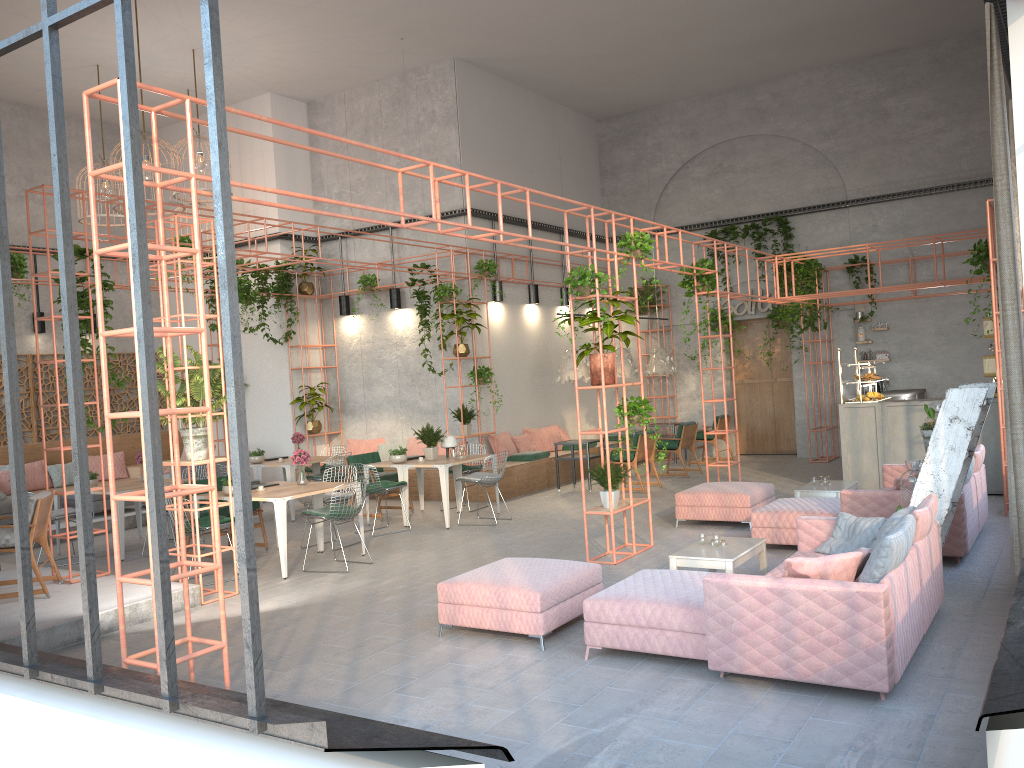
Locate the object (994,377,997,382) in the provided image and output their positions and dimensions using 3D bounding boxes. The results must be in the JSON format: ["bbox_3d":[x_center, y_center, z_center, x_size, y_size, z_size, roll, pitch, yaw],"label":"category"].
[{"bbox_3d":[6.786,-0.042,12.366,0.115,0.107,0.115,-4,0,-1],"label":"object"}]

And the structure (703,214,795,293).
[{"bbox_3d":[4.587,-2.448,17.371,1.939,1.514,0.856,-3,1,27],"label":"structure"}]

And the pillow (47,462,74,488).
[{"bbox_3d":[-7.481,1.523,14.952,0.289,0.385,0.666,-3,1,28],"label":"pillow"}]

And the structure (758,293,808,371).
[{"bbox_3d":[5.299,-1.021,17.226,0.950,1.527,0.921,-3,1,31],"label":"structure"}]

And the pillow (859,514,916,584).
[{"bbox_3d":[2.251,1.080,5.342,0.273,0.476,0.836,-3,1,33],"label":"pillow"}]

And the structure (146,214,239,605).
[{"bbox_3d":[-3.109,0.245,8.480,0.624,3.602,0.424,-3,1,33],"label":"structure"}]

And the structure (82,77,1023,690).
[{"bbox_3d":[3.284,-0.203,9.853,4.157,4.247,14.689,-3,1,33],"label":"structure"}]

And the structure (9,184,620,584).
[{"bbox_3d":[-2.214,-0.449,15.289,4.501,4.345,14.096,-3,1,32],"label":"structure"}]

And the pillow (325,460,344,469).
[{"bbox_3d":[-2.961,1.432,15.795,0.637,0.149,0.491,-3,1,34],"label":"pillow"}]

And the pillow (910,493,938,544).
[{"bbox_3d":[2.752,1.039,6.096,0.276,0.474,0.839,-3,1,33],"label":"pillow"}]

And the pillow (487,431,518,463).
[{"bbox_3d":[-0.138,1.068,15.160,0.276,0.474,0.839,-4,1,23],"label":"pillow"}]

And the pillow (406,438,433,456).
[{"bbox_3d":[-1.632,1.162,15.376,0.276,0.474,0.839,-4,1,-37],"label":"pillow"}]

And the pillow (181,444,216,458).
[{"bbox_3d":[-5.456,1.293,15.315,0.836,0.476,0.273,-3,1,33],"label":"pillow"}]

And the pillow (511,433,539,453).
[{"bbox_3d":[0.231,1.085,15.689,0.289,0.385,0.666,-3,1,28],"label":"pillow"}]

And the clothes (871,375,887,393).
[{"bbox_3d":[6.596,0.318,16.214,0.625,0.997,0.366,-4,0,13],"label":"clothes"}]

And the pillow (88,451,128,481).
[{"bbox_3d":[-7.172,1.452,15.474,0.839,0.474,0.276,-4,1,-37],"label":"pillow"}]

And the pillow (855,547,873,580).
[{"bbox_3d":[2.096,1.153,5.587,0.441,0.317,0.479,-4,0,14],"label":"pillow"}]

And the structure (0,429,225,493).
[{"bbox_3d":[-7.843,1.565,13.254,3.396,1.111,9.152,-3,1,33],"label":"structure"}]

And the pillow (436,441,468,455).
[{"bbox_3d":[-1.078,1.177,15.045,0.666,0.385,0.289,-3,1,28],"label":"pillow"}]

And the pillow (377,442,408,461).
[{"bbox_3d":[-2.152,1.241,15.742,0.666,0.385,0.289,-3,1,28],"label":"pillow"}]

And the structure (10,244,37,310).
[{"bbox_3d":[-8.399,-1.829,14.213,0.670,1.290,1.434,-3,1,33],"label":"structure"}]

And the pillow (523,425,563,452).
[{"bbox_3d":[0.592,1.011,16.212,0.839,0.474,0.276,-4,1,-37],"label":"pillow"}]

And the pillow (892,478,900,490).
[{"bbox_3d":[3.720,1.006,8.205,0.495,0.349,0.308,-4,0,-7],"label":"pillow"}]

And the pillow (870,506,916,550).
[{"bbox_3d":[2.635,1.078,6.189,0.289,0.385,0.666,-3,1,33],"label":"pillow"}]

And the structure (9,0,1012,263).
[{"bbox_3d":[-1.462,-2.786,12.451,15.603,0.110,15.203,-3,1,33],"label":"structure"}]

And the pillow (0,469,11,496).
[{"bbox_3d":[-7.565,1.479,13.091,0.289,0.385,0.666,-3,1,33],"label":"pillow"}]

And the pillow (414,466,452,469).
[{"bbox_3d":[-1.230,1.328,14.672,0.637,0.149,0.491,-3,1,34],"label":"pillow"}]

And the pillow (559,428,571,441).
[{"bbox_3d":[0.926,1.031,16.764,0.289,0.385,0.666,-3,1,28],"label":"pillow"}]

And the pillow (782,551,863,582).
[{"bbox_3d":[1.804,1.156,5.238,0.495,0.349,0.308,-4,0,-7],"label":"pillow"}]

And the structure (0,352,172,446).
[{"bbox_3d":[-9.149,0.589,14.404,0.132,2.103,9.782,-3,1,33],"label":"structure"}]

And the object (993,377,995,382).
[{"bbox_3d":[6.941,-0.044,12.728,0.066,0.291,0.066,-4,1,17],"label":"object"}]

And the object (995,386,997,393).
[{"bbox_3d":[6.709,0.056,12.252,0.073,0.131,0.073,-3,1,26],"label":"object"}]

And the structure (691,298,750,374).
[{"bbox_3d":[4.168,-0.973,17.908,0.950,1.527,0.921,-4,1,-24],"label":"structure"}]

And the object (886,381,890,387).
[{"bbox_3d":[6.833,-0.017,16.128,0.070,0.146,0.033,-4,0,4],"label":"object"}]

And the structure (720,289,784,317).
[{"bbox_3d":[4.695,-1.616,17.471,1.312,0.505,0.063,-3,1,33],"label":"structure"}]

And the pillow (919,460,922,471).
[{"bbox_3d":[4.431,0.983,9.518,0.307,0.324,0.500,-4,1,-22],"label":"pillow"}]

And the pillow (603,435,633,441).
[{"bbox_3d":[2.186,1.078,17.963,0.491,0.149,0.637,-3,1,34],"label":"pillow"}]

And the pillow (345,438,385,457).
[{"bbox_3d":[-2.682,1.224,16.108,0.839,0.474,0.276,-4,1,23],"label":"pillow"}]

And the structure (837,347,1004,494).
[{"bbox_3d":[6.711,0.352,13.273,2.579,2.022,4.057,-3,1,33],"label":"structure"}]

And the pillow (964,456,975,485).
[{"bbox_3d":[4.167,0.930,8.308,0.273,0.476,0.836,-3,1,33],"label":"pillow"}]

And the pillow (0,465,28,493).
[{"bbox_3d":[-7.686,1.454,13.184,0.276,0.474,0.839,-3,1,33],"label":"pillow"}]

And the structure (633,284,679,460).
[{"bbox_3d":[2.996,-0.233,18.358,0.630,3.597,0.430,-3,1,33],"label":"structure"}]

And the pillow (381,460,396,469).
[{"bbox_3d":[-2.082,1.379,15.225,0.637,0.149,0.491,-3,1,34],"label":"pillow"}]

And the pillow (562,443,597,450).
[{"bbox_3d":[1.225,1.153,16.475,0.491,0.149,0.637,-3,1,34],"label":"pillow"}]

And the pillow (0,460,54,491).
[{"bbox_3d":[-7.866,1.507,14.399,0.276,0.474,0.839,-4,1,23],"label":"pillow"}]

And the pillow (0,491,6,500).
[{"bbox_3d":[-7.439,1.523,12.730,0.307,0.324,0.499,-4,1,-22],"label":"pillow"}]

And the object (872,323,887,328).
[{"bbox_3d":[6.679,-1.066,16.113,0.263,0.101,0.013,-3,1,33],"label":"object"}]

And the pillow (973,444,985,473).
[{"bbox_3d":[4.668,0.889,9.063,0.276,0.474,0.839,-3,1,33],"label":"pillow"}]

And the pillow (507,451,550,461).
[{"bbox_3d":[0.286,1.227,15.022,0.491,0.149,0.637,-3,1,34],"label":"pillow"}]

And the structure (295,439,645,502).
[{"bbox_3d":[-0.489,1.556,17.291,4.386,0.500,5.831,-3,1,33],"label":"structure"}]

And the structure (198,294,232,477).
[{"bbox_3d":[-5.432,0.125,16.685,0.624,3.596,0.424,-3,1,33],"label":"structure"}]

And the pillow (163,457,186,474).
[{"bbox_3d":[-5.697,1.375,15.156,0.479,0.317,0.441,-4,0,14],"label":"pillow"}]

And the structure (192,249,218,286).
[{"bbox_3d":[-5.603,-2.212,16.508,0.903,0.803,0.934,-4,0,4],"label":"structure"}]

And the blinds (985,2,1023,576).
[{"bbox_3d":[5.022,-0.812,8.805,0.414,4.389,4.957,-3,1,34],"label":"blinds"}]

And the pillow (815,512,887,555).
[{"bbox_3d":[2.515,1.133,6.551,0.307,0.324,0.500,-4,1,-22],"label":"pillow"}]
